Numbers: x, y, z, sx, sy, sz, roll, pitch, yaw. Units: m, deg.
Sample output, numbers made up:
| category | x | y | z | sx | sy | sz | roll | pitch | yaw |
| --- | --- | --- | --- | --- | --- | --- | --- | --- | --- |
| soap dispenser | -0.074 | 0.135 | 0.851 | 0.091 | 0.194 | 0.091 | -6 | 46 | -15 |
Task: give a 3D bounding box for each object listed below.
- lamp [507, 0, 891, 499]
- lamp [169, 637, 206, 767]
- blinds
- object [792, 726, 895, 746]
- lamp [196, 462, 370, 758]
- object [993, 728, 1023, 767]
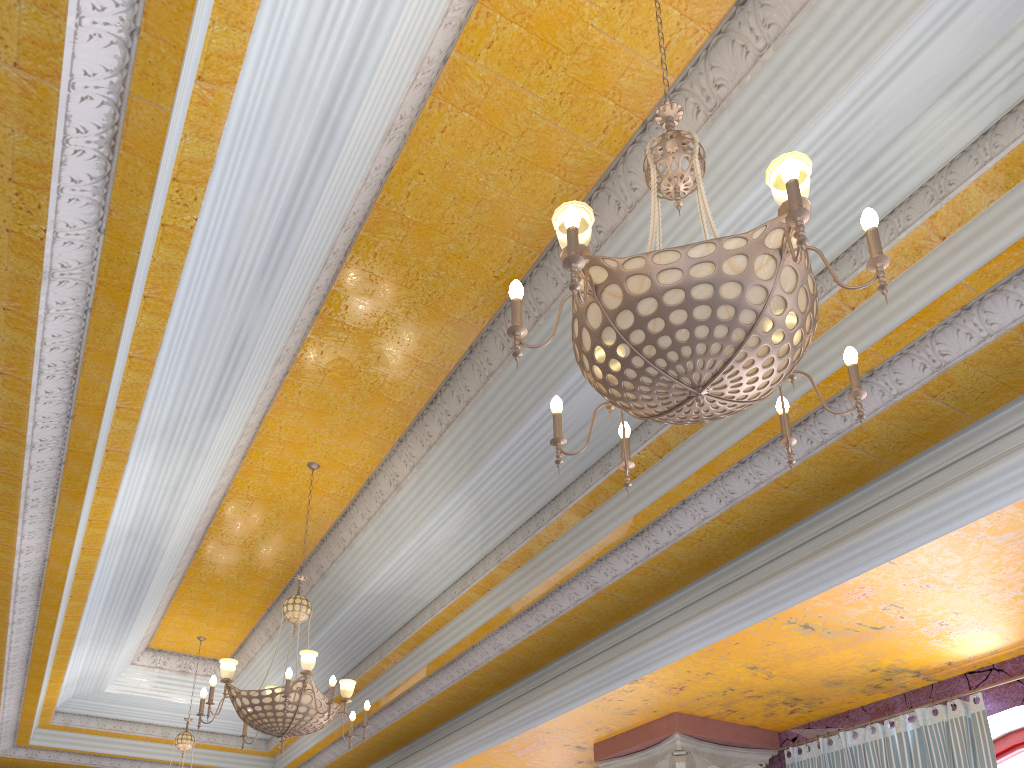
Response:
| category | x | y | z | sx | sy | sz | roll | pitch | yaw |
| --- | --- | --- | --- | --- | --- | --- | --- | --- | --- |
| lamp | 0.517 | -0.804 | 2.783 | 0.967 | 1.944 | 1.061 | -7 | -29 | 13 |
| lamp | -3.447 | 3.657 | 9.082 | 0.967 | 1.944 | 1.061 | -7 | -29 | 13 |
| blinds | 2.468 | 3.760 | 5.295 | 0.250 | 3.145 | 1.859 | 12 | -31 | -23 |
| object | 1.885 | 4.291 | 6.153 | 2.146 | 3.252 | 31.771 | 14 | -38 | -24 |
| lamp | -1.481 | 1.445 | 5.958 | 0.967 | 1.944 | 1.061 | -7 | -29 | 13 |
| object | 3.511 | 3.158 | 4.940 | 0.164 | 2.279 | 3.887 | 13 | -35 | -24 |
